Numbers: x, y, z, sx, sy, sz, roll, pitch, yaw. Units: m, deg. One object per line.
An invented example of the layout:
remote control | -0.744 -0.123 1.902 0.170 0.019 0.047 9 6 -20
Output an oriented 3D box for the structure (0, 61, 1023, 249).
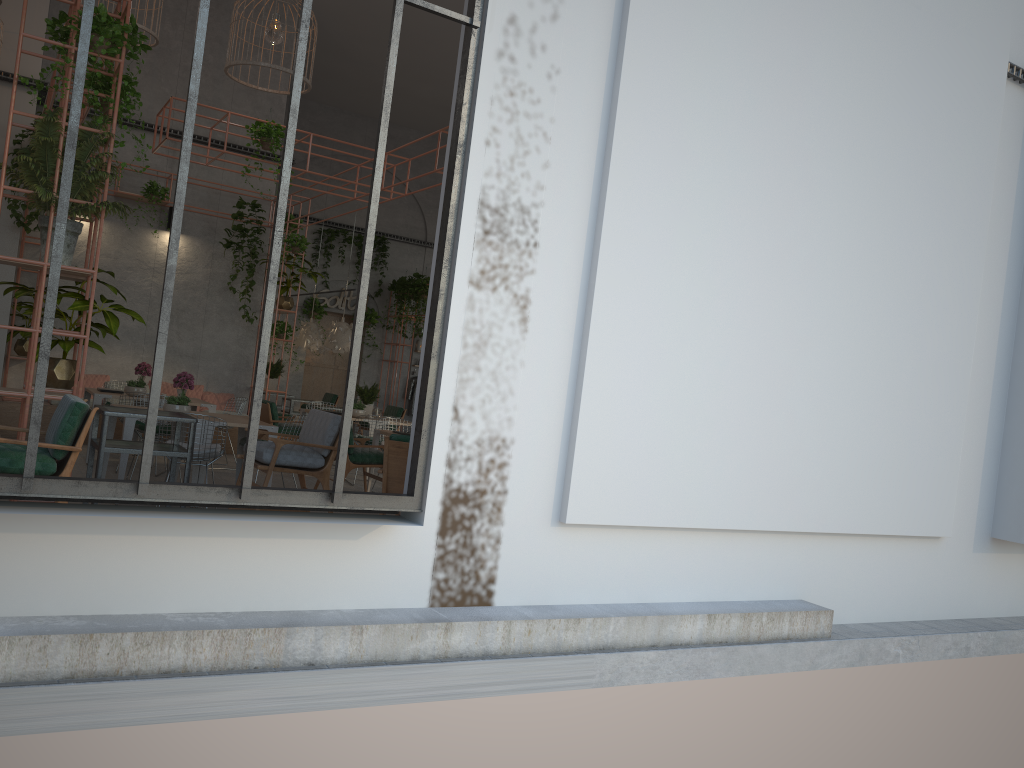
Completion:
structure | -1.920 -3.383 12.645 15.603 0.110 15.203 7 0 -31

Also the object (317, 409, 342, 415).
object | -2.582 0.391 12.459 0.268 0.031 0.427 7 0 -31

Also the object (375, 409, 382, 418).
object | -1.935 0.425 12.859 0.095 0.119 0.095 7 0 -7

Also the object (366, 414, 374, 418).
object | -1.988 0.444 12.396 0.115 0.078 0.115 7 0 -25

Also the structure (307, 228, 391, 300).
structure | -3.743 -2.779 20.210 1.939 1.514 0.856 7 0 -37

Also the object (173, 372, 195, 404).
object | -3.351 0.079 9.027 0.213 0.414 0.225 7 0 -38

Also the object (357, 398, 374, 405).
object | -2.137 0.316 12.888 0.241 0.313 0.241 7 0 14

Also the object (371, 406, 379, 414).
object | -2.072 0.396 13.025 0.165 0.154 0.210 7 -1 -41

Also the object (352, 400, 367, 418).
object | -2.124 0.337 12.126 0.248 0.247 0.254 7 0 -31

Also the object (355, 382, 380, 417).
object | -2.059 0.205 12.568 0.438 0.527 0.368 7 0 -31

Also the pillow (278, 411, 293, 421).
pillow | -4.034 0.542 15.071 0.491 0.149 0.637 7 0 -30

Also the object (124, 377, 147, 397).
object | -4.531 0.028 10.684 0.248 0.247 0.254 7 0 -31

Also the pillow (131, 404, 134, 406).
pillow | -5.258 0.376 13.034 0.637 0.149 0.491 7 0 -30

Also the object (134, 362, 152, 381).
object | -4.743 -0.078 11.383 0.213 0.414 0.225 7 0 -38

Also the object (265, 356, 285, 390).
object | -3.747 -0.172 13.842 0.438 0.527 0.368 7 0 -31

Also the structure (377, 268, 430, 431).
structure | 2.068 0.019 15.555 4.157 4.247 14.689 7 0 -31

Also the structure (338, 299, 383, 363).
structure | -3.512 -1.267 20.682 0.950 1.527 0.921 7 0 -32

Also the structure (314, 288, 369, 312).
structure | -3.905 -1.954 20.293 1.312 0.505 0.063 7 0 -31

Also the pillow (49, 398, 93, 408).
pillow | -6.152 0.262 12.499 0.637 0.149 0.491 7 0 -30

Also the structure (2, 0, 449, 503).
structure | -5.108 -1.452 13.071 4.501 4.345 14.096 7 0 -32

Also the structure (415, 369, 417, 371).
structure | -2.310 -0.343 21.309 0.066 0.044 0.019 7 0 -31

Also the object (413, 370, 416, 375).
object | -2.339 -0.272 21.280 0.093 0.121 0.049 7 0 -28

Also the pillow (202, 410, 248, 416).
pillow | -4.391 0.488 13.554 0.637 0.149 0.491 7 0 -30

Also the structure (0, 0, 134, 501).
structure | -3.022 -0.860 5.891 0.748 3.623 0.722 7 0 -31

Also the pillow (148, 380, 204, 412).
pillow | -5.167 0.203 13.518 0.839 0.474 0.276 7 0 -10

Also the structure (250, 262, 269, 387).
structure | -5.627 -0.890 19.073 0.630 3.597 0.430 7 0 -31

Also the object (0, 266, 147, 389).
object | -3.187 -0.423 6.432 0.934 0.923 0.903 7 0 26

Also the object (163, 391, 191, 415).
object | -3.143 0.184 8.334 0.247 0.247 0.252 7 0 -31

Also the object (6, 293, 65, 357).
object | -6.570 -0.831 12.067 0.934 0.919 0.903 7 0 31

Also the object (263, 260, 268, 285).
object | -5.499 -2.318 18.935 0.900 1.101 0.894 7 0 28

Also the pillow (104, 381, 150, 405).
pillow | -5.728 0.180 13.211 0.666 0.385 0.289 7 0 -35

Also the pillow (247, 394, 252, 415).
pillow | -4.317 0.319 14.764 0.276 0.474 0.839 7 -1 -40

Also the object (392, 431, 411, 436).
object | -1.157 0.576 10.074 0.268 0.031 0.427 7 0 -31

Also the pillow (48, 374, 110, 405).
pillow | -6.281 0.060 12.901 0.839 0.474 0.276 7 -1 -40

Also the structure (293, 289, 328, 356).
structure | -4.614 -1.428 19.971 0.921 1.527 0.950 7 0 3

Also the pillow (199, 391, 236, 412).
pillow | -4.635 0.320 13.866 0.666 0.385 0.289 7 0 -35

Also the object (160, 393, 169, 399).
object | -4.319 0.145 11.000 0.115 0.078 0.115 7 0 -25

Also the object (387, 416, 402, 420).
object | -1.700 0.494 12.869 0.218 0.041 0.218 7 0 -22

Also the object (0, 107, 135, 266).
object | -3.013 -1.347 5.999 0.894 1.101 0.900 7 0 23

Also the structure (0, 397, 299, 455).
structure | -6.437 0.546 15.363 4.386 0.500 5.831 7 0 -31

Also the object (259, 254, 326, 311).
object | -3.436 -1.612 13.834 0.934 0.947 0.903 7 0 21

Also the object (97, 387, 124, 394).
object | -4.989 0.082 11.016 0.268 0.031 0.427 7 0 -31
